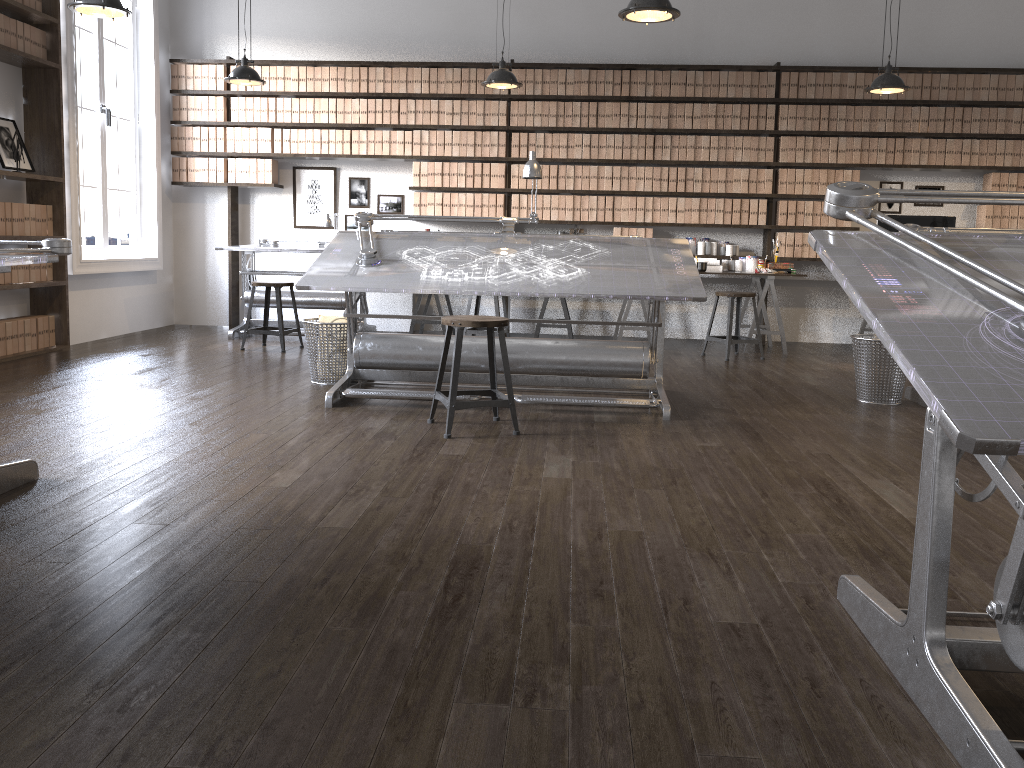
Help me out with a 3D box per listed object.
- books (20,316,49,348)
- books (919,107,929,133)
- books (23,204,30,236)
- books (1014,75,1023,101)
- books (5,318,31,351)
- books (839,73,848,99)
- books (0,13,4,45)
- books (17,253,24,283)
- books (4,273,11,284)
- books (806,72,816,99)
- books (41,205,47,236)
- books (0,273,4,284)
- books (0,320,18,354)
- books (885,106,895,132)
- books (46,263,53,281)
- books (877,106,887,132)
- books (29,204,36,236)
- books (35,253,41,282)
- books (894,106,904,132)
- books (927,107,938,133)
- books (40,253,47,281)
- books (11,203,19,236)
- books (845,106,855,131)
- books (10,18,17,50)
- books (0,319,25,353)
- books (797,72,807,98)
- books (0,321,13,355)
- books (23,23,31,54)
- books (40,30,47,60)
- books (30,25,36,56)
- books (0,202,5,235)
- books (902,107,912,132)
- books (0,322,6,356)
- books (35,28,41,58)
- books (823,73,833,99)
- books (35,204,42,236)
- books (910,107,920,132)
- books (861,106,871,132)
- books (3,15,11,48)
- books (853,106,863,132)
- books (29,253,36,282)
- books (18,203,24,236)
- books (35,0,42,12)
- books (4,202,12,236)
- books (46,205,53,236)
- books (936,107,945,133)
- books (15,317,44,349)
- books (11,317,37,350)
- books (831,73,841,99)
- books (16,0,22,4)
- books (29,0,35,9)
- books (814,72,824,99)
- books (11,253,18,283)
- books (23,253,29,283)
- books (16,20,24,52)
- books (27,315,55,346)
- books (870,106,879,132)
[{"bbox_3d":[-3.473,-0.380,6.444,0.174,0.224,0.067,2,6,4],"label":"books"},{"bbox_3d":[3.550,-2.282,7.697,0.067,0.224,0.175,2,7,4],"label":"books"},{"bbox_3d":[-3.463,-1.145,6.172,0.174,0.224,0.067,2,6,4],"label":"books"},{"bbox_3d":[4.323,-2.530,7.619,0.067,0.224,0.175,2,7,4],"label":"books"},{"bbox_3d":[-3.484,-0.345,6.225,0.174,0.224,0.067,2,6,4],"label":"books"},{"bbox_3d":[2.867,-2.582,7.718,0.067,0.224,0.175,2,7,4],"label":"books"},{"bbox_3d":[-3.446,-2.325,5.829,0.174,0.224,0.067,2,6,4],"label":"books"},{"bbox_3d":[-3.477,-0.813,6.120,0.174,0.224,0.067,2,6,4],"label":"books"},{"bbox_3d":[-3.489,-0.791,5.979,0.174,0.224,0.067,2,6,4],"label":"books"},{"bbox_3d":[2.591,-2.591,7.734,0.067,0.224,0.175,2,7,4],"label":"books"},{"bbox_3d":[-3.453,-1.178,6.377,0.174,0.224,0.067,2,6,4],"label":"books"},{"bbox_3d":[-3.496,-0.780,5.910,0.174,0.224,0.067,2,6,4],"label":"books"},{"bbox_3d":[-3.498,-0.323,6.085,0.174,0.224,0.067,2,6,4],"label":"books"},{"bbox_3d":[3.269,-2.293,7.717,0.067,0.224,0.175,2,7,4],"label":"books"},{"bbox_3d":[-3.452,-0.866,6.456,0.174,0.224,0.067,2,6,4],"label":"books"},{"bbox_3d":[3.197,-2.295,7.724,0.067,0.224,0.175,2,7,4],"label":"books"},{"bbox_3d":[-3.457,-1.156,6.238,0.174,0.224,0.067,2,6,4],"label":"books"},{"bbox_3d":[-3.466,-0.844,6.316,0.174,0.224,0.067,2,6,4],"label":"books"},{"bbox_3d":[3.339,-2.291,7.716,0.067,0.224,0.175,2,7,4],"label":"books"},{"bbox_3d":[3.623,-2.280,7.692,0.067,0.224,0.175,2,7,4],"label":"books"},{"bbox_3d":[-3.461,-0.855,6.386,0.174,0.224,0.067,2,6,4],"label":"books"},{"bbox_3d":[-3.469,-1.125,6.043,0.174,0.224,0.067,2,6,4],"label":"books"},{"bbox_3d":[2.930,-2.305,7.745,0.067,0.224,0.175,2,7,4],"label":"books"},{"bbox_3d":[-3.442,-2.348,5.968,0.174,0.224,0.067,2,6,4],"label":"books"},{"bbox_3d":[-3.493,-0.334,6.155,0.174,0.224,0.067,2,6,4],"label":"books"},{"bbox_3d":[2.521,-2.594,7.743,0.067,0.224,0.175,2,7,4],"label":"books"},{"bbox_3d":[-3.497,-0.312,6.018,0.174,0.224,0.067,2,6,4],"label":"books"},{"bbox_3d":[-3.425,-2.370,6.109,0.174,0.224,0.067,2,6,4],"label":"books"},{"bbox_3d":[-3.416,-2.401,6.307,0.174,0.224,0.067,2,6,4],"label":"books"},{"bbox_3d":[-3.420,-2.380,6.175,0.174,0.224,0.067,2,6,4],"label":"books"},{"bbox_3d":[-3.485,-1.103,5.906,0.174,0.224,0.067,2,6,4],"label":"books"},{"bbox_3d":[3.409,-2.288,7.714,0.067,0.224,0.175,2,7,4],"label":"books"},{"bbox_3d":[-3.506,-0.302,5.952,0.174,0.224,0.067,2,6,4],"label":"books"},{"bbox_3d":[-3.420,-2.390,6.238,0.174,0.224,0.067,2,6,4],"label":"books"},{"bbox_3d":[2.733,-2.586,7.729,0.067,0.224,0.175,2,7,4],"label":"books"},{"bbox_3d":[-3.456,-1.167,6.308,0.174,0.224,0.067,2,6,4],"label":"books"},{"bbox_3d":[3.478,-2.285,7.705,0.067,0.224,0.175,2,7,4],"label":"books"},{"bbox_3d":[3.067,-2.299,7.730,0.067,0.224,0.175,2,7,4],"label":"books"},{"bbox_3d":[-3.445,-2.337,5.899,0.174,0.224,0.067,2,6,4],"label":"books"},{"bbox_3d":[3.001,-2.303,7.740,0.067,0.224,0.175,2,7,4],"label":"books"},{"bbox_3d":[-3.465,-0.833,6.249,0.174,0.224,0.067,2,6,4],"label":"books"},{"bbox_3d":[-3.469,-1.135,6.110,0.174,0.224,0.067,2,6,4],"label":"books"},{"bbox_3d":[-3.411,-2.703,6.230,0.174,0.224,0.067,2,6,4],"label":"books"},{"bbox_3d":[-3.480,-1.114,5.977,0.174,0.224,0.067,2,6,4],"label":"books"},{"bbox_3d":[-3.441,-1.188,6.441,0.174,0.224,0.067,2,6,4],"label":"books"},{"bbox_3d":[3.686,-2.278,7.692,0.067,0.224,0.175,2,7,4],"label":"books"},{"bbox_3d":[-3.473,-0.368,6.370,0.174,0.224,0.067,2,6,4],"label":"books"},{"bbox_3d":[-3.484,-0.356,6.296,0.174,0.224,0.067,2,6,4],"label":"books"},{"bbox_3d":[2.800,-2.583,7.718,0.067,0.224,0.175,2,7,4],"label":"books"},{"bbox_3d":[-3.429,-2.667,6.007,0.174,0.224,0.067,2,6,4],"label":"books"},{"bbox_3d":[-3.419,-2.691,6.155,0.174,0.224,0.067,2,6,4],"label":"books"},{"bbox_3d":[2.662,-2.589,7.733,0.067,0.224,0.175,2,7,4],"label":"books"},{"bbox_3d":[-3.480,-0.802,6.048,0.174,0.224,0.067,2,6,4],"label":"books"},{"bbox_3d":[-3.474,-0.823,6.183,0.174,0.224,0.067,2,6,4],"label":"books"},{"bbox_3d":[-3.434,-2.358,6.037,0.174,0.224,0.067,2,6,4],"label":"books"},{"bbox_3d":[-3.466,-0.392,6.519,0.174,0.224,0.067,2,6,4],"label":"books"},{"bbox_3d":[3.134,-2.298,7.730,0.067,0.224,0.175,2,7,4],"label":"books"}]
